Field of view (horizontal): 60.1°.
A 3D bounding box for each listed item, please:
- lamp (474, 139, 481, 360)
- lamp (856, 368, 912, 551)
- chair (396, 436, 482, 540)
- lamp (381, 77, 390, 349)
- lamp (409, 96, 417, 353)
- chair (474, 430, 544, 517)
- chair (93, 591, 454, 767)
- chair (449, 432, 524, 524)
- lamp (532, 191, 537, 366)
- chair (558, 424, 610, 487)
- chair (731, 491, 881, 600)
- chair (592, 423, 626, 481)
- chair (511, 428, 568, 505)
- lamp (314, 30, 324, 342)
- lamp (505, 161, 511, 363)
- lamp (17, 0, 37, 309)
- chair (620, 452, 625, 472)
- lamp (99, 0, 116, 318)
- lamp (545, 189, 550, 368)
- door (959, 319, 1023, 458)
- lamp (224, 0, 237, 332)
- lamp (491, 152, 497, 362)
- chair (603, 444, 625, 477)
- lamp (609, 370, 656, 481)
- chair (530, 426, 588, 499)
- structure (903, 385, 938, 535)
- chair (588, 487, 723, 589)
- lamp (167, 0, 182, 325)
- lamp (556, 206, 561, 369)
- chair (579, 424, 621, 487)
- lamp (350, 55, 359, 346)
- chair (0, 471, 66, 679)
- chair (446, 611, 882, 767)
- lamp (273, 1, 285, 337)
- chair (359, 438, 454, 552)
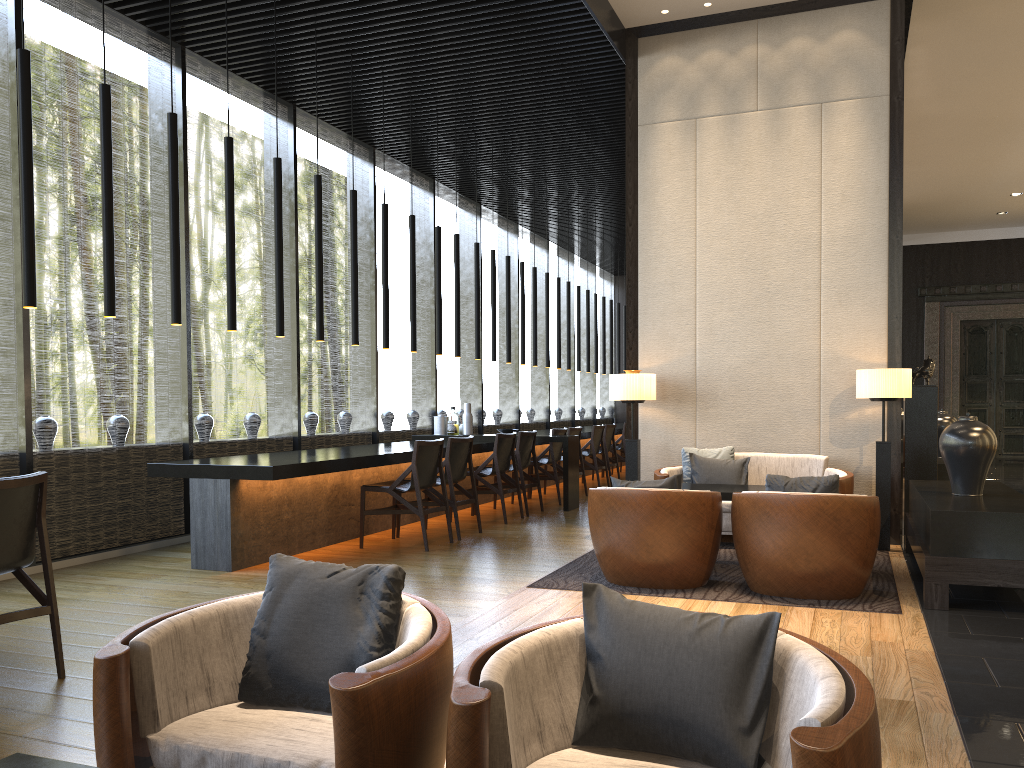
[{"bbox_3d":[-0.381,-1.476,9.605,0.060,2.425,0.060,0,2,16],"label":"lamp"},{"bbox_3d":[2.711,0.555,6.467,0.375,1.321,0.374,-1,2,-25],"label":"lamp"},{"bbox_3d":[-0.596,0.848,7.374,0.563,0.828,0.525,0,1,21],"label":"chair"},{"bbox_3d":[-1.111,-1.517,7.722,0.060,2.425,0.060,0,2,16],"label":"lamp"},{"bbox_3d":[-0.925,-1.506,8.203,0.060,2.425,0.060,0,2,16],"label":"lamp"},{"bbox_3d":[-0.022,0.881,8.854,0.563,0.828,0.525,0,1,21],"label":"chair"},{"bbox_3d":[-0.496,0.828,2.081,0.804,0.605,0.605,0,0,21],"label":"chair"},{"bbox_3d":[-0.230,0.869,8.318,0.563,0.828,0.525,0,1,21],"label":"chair"},{"bbox_3d":[0.289,-1.438,11.331,0.060,2.425,0.060,0,2,16],"label":"lamp"},{"bbox_3d":[0.918,0.933,11.278,0.563,0.828,0.525,0,1,21],"label":"chair"},{"bbox_3d":[1.624,0.884,4.943,0.804,0.605,0.605,0,0,21],"label":"chair"},{"bbox_3d":[1.493,0.966,12.758,0.563,0.828,0.525,0,1,21],"label":"chair"},{"bbox_3d":[0.344,0.901,9.798,0.563,0.828,0.525,0,1,21],"label":"chair"},{"bbox_3d":[-1.482,-1.538,6.765,0.060,2.425,0.060,0,2,16],"label":"lamp"},{"bbox_3d":[-0.047,-1.457,10.464,0.060,2.425,0.060,0,2,16],"label":"lamp"},{"bbox_3d":[-2.411,-1.590,4.373,0.060,2.425,0.060,0,2,16],"label":"lamp"},{"bbox_3d":[2.076,0.998,14.262,0.563,0.828,0.525,0,1,21],"label":"chair"},{"bbox_3d":[-2.227,-1.580,4.846,0.060,2.425,0.060,0,2,16],"label":"lamp"},{"bbox_3d":[0.470,-1.428,11.798,0.060,2.425,0.060,1,2,26],"label":"lamp"},{"bbox_3d":[9.355,0.094,17.119,1.287,2.702,0.052,0,2,21],"label":"door"},{"bbox_3d":[-1.856,-1.559,5.803,0.060,2.425,0.060,0,2,16],"label":"lamp"},{"bbox_3d":[-0.212,-1.466,10.038,0.060,2.425,0.060,0,2,16],"label":"lamp"},{"bbox_3d":[1.701,0.977,13.293,0.563,0.828,0.525,0,1,21],"label":"chair"},{"bbox_3d":[0.974,0.568,7.140,0.375,1.353,0.374,0,2,11],"label":"lamp"},{"bbox_3d":[0.552,0.913,10.334,0.563,0.828,0.525,0,1,21],"label":"chair"},{"bbox_3d":[3.324,0.620,7.213,0.240,1.220,0.240,0,2,21],"label":"structure"},{"bbox_3d":[0.826,0.897,5.253,0.804,0.605,0.605,0,0,21],"label":"chair"},{"bbox_3d":[-2.042,-1.569,5.324,0.060,2.425,0.060,0,2,16],"label":"lamp"},{"bbox_3d":[0.643,-1.418,12.244,0.060,2.425,0.060,0,2,16],"label":"lamp"},{"bbox_3d":[1.126,0.945,11.814,0.563,0.828,0.525,0,1,21],"label":"chair"},{"bbox_3d":[-1.297,-1.527,7.243,0.060,2.425,0.060,0,2,16],"label":"lamp"},{"bbox_3d":[-2.130,0.762,3.421,0.563,0.828,0.525,0,1,21],"label":"chair"},{"bbox_3d":[0.302,0.815,1.771,0.804,0.605,0.605,0,0,21],"label":"chair"},{"bbox_3d":[-1.666,-1.548,6.292,0.060,2.425,0.060,0,2,16],"label":"lamp"},{"bbox_3d":[-0.804,0.837,6.838,0.563,0.828,0.525,0,1,21],"label":"chair"}]
